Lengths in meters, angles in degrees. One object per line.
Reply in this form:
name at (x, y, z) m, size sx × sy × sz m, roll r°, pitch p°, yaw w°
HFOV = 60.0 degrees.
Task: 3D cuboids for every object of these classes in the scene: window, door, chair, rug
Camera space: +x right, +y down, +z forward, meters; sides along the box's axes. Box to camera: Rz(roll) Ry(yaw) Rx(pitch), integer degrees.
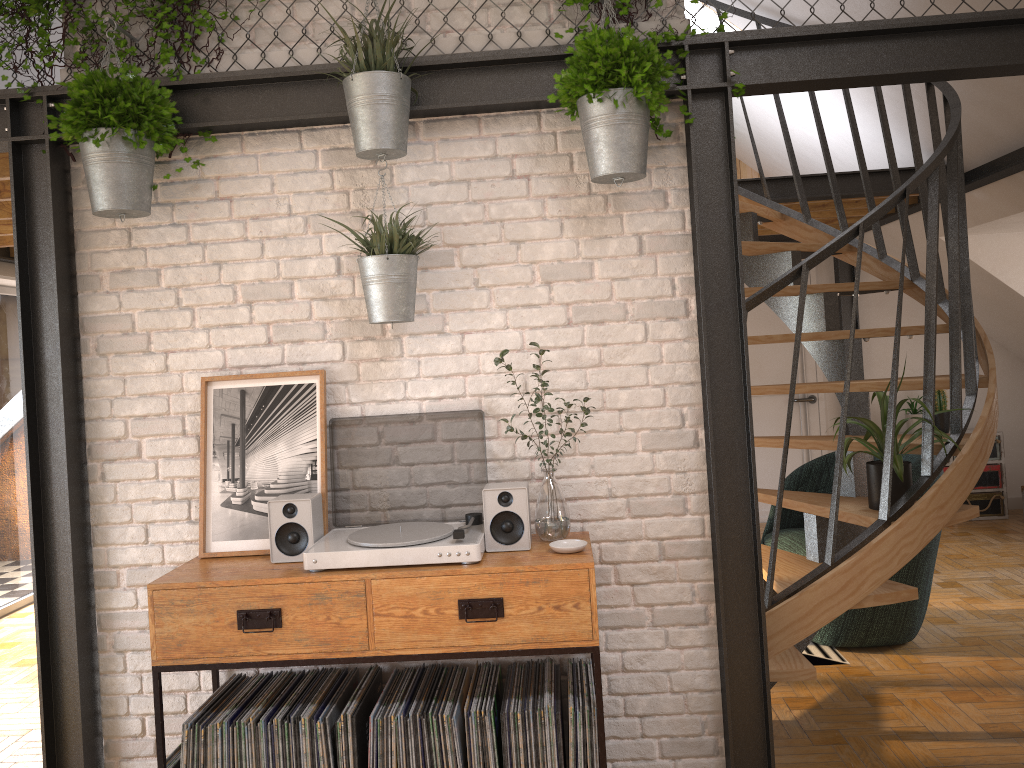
window at (0.524, -0.793, 2.504) m, size 8.628 × 4.467 × 7.787 m, roll -3°, pitch 1°, yaw 3°
door at (2.032, 0.029, 7.506) m, size 1.200 × 2.301 × 0.088 m, roll -4°, pitch -1°, yaw 3°
chair at (1.761, 0.814, 4.618) m, size 0.901 × 0.964 × 0.897 m, roll -4°, pitch 1°, yaw -12°
rug at (-0.110, 1.395, 5.098) m, size 3.500 × 0.010 × 1.701 m, roll -3°, pitch 2°, yaw 3°

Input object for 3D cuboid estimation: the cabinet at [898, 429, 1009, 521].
cabinet at (3.531, 0.748, 7.249) m, size 0.833 × 0.696 × 0.379 m, roll -4°, pitch 0°, yaw 3°

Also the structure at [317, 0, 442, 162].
structure at (-0.452, -0.993, 2.777) m, size 0.384 × 0.607 × 0.348 m, roll -4°, pitch 0°, yaw -34°

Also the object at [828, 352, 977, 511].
object at (1.394, 0.172, 3.365) m, size 0.528 × 0.592 × 0.457 m, roll -4°, pitch 0°, yaw -10°

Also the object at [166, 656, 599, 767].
object at (-0.393, 1.200, 2.682) m, size 1.313 × 0.574 × 0.404 m, roll -3°, pitch 0°, yaw 3°

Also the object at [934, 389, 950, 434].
object at (3.489, 0.201, 7.230) m, size 0.168 × 0.401 × 0.169 m, roll -3°, pitch 0°, yaw -36°

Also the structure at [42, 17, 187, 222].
structure at (-1.255, -0.838, 2.802) m, size 0.437 × 0.653 × 0.423 m, roll -3°, pitch 0°, yaw 33°

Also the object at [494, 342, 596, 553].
object at (0.088, 0.181, 2.717) m, size 0.295 × 0.621 × 0.290 m, roll -4°, pitch 0°, yaw 18°

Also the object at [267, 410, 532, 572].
object at (-0.345, 0.311, 2.715) m, size 0.787 × 0.415 × 0.415 m, roll -3°, pitch 1°, yaw 3°

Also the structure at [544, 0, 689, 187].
structure at (0.310, -0.932, 2.723) m, size 0.437 × 0.653 × 0.423 m, roll -3°, pitch 0°, yaw 33°

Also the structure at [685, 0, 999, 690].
structure at (1.225, -0.541, 4.011) m, size 1.626 × 3.819 × 2.250 m, roll -4°, pitch 0°, yaw 18°

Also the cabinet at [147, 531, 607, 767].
cabinet at (-0.363, 1.004, 2.669) m, size 1.264 × 0.964 × 0.456 m, roll -3°, pitch 0°, yaw 3°

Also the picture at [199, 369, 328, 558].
picture at (-0.803, 0.254, 2.862) m, size 0.411 × 0.576 × 0.126 m, roll -4°, pitch 0°, yaw 3°

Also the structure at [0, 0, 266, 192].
structure at (-1.293, -1.448, 2.964) m, size 2.127 × 1.680 × 0.431 m, roll -3°, pitch 0°, yaw 3°

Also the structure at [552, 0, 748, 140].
structure at (0.379, -1.710, 2.896) m, size 1.305 × 1.871 × 0.458 m, roll -4°, pitch 0°, yaw -1°

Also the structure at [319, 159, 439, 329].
structure at (-0.405, -0.437, 2.782) m, size 0.359 × 0.535 × 0.385 m, roll -4°, pitch 0°, yaw 13°

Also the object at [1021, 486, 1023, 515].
object at (4.108, 0.873, 6.443) m, size 0.696 × 0.429 × 1.156 m, roll -3°, pitch 2°, yaw 3°

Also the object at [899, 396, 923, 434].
object at (3.279, 0.251, 7.216) m, size 0.233 × 0.330 × 0.214 m, roll -4°, pitch 0°, yaw 9°
